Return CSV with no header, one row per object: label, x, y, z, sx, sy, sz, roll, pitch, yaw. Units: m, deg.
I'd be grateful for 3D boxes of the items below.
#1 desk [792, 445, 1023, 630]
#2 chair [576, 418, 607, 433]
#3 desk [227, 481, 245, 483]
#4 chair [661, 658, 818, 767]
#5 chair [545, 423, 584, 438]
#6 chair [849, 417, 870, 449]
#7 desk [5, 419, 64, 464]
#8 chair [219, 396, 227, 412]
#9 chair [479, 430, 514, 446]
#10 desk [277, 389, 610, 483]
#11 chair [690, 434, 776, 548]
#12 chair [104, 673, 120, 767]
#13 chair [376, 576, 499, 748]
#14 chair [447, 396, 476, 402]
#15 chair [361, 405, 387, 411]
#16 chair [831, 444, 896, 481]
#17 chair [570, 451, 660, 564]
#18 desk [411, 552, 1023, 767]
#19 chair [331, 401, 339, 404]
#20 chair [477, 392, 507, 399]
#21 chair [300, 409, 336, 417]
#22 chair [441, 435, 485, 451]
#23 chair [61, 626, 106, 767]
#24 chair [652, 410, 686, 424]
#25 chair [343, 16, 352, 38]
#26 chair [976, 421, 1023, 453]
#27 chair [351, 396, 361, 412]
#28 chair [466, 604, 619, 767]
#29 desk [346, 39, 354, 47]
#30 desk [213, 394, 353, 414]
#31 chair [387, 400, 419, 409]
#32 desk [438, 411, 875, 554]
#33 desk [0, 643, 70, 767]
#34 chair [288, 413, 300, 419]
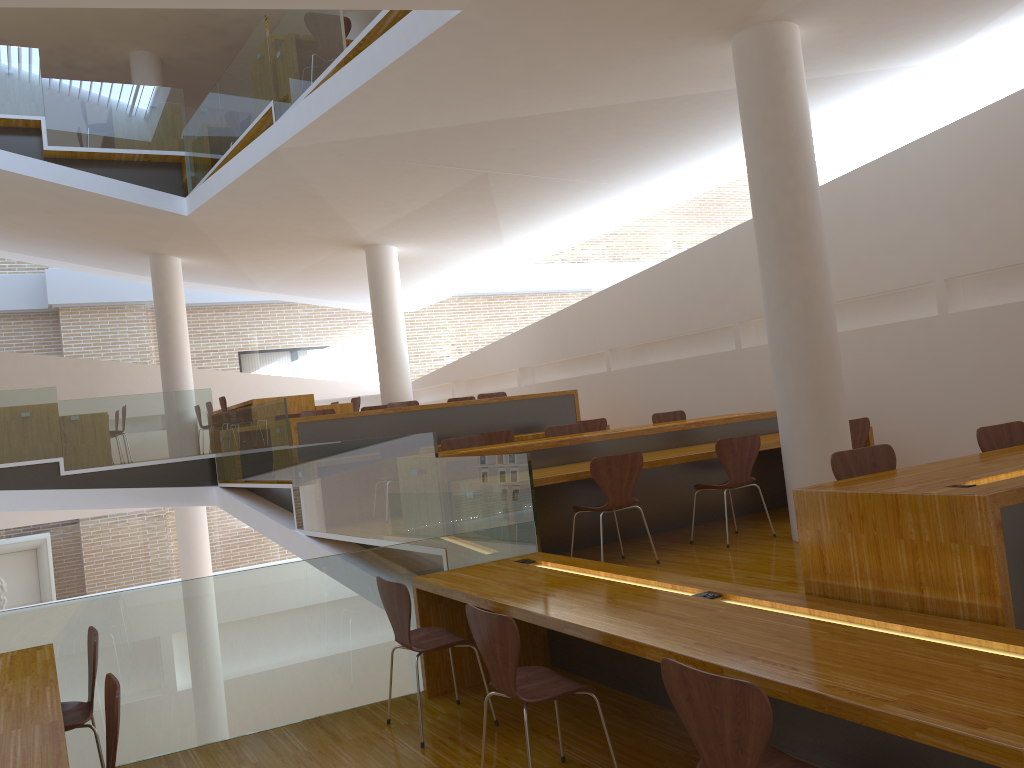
desk,2.631,0.525,3.678,3.185,0.606,0.760,-5,-2,-29
chair,0.765,0.720,9.181,0.428,0.693,0.381,-5,-2,-29
desk,-1.727,0.679,10.860,3.356,0.606,0.760,-5,-2,-29
chair,0.667,1.030,2.250,0.381,0.693,0.428,-5,-2,-29
chair,0.562,0.681,7.498,0.428,0.693,0.381,-5,-2,-29
chair,2.392,0.612,6.497,0.428,0.693,0.381,-5,-2,-29
desk,-5.815,0.725,11.037,1.248,0.757,3.196,-5,-2,-29
chair,-3.434,0.493,11.131,0.381,0.693,0.428,-5,-2,-29
chair,-0.193,0.808,8.608,0.428,0.693,0.381,-5,-2,-29
desk,-0.661,0.706,9.117,3.216,1.022,1.248,-5,-2,-29
chair,1.434,0.700,5.924,0.428,0.693,0.381,-5,-2,-29
chair,-1.328,1.269,2.608,0.381,0.693,0.428,-5,-2,-29
chair,-0.361,1.210,4.061,0.381,0.693,0.428,-5,-2,-29
chair,-0.664,0.521,11.037,0.428,0.693,0.381,-5,-2,-29
chair,-1.622,0.610,10.464,0.428,0.693,0.381,-5,-2,-29
chair,1.598,0.600,3.595,0.428,0.693,0.381,-5,-2,-29
chair,0.587,0.780,5.455,0.428,0.693,0.381,-5,-2,-29
desk,0.609,1.122,3.304,0.760,0.606,3.185,-5,-2,-29
chair,-2.730,0.623,13.013,0.381,0.693,0.428,-5,-2,-29
chair,-0.120,0.432,10.242,0.428,0.693,0.381,-5,-2,-29
chair,-1.951,0.606,9.273,0.428,0.693,0.381,-5,-2,-29
chair,-0.286,0.760,7.030,0.428,0.693,0.381,-5,-2,-29
chair,-1.790,1.351,3.458,0.381,0.693,0.428,-5,-2,-29
chair,1.556,0.586,8.004,0.428,0.693,0.381,-5,-2,-29
chair,-1.579,-2.734,7.570,0.428,0.693,0.381,-5,-2,-29
chair,2.445,0.520,4.063,0.428,0.693,0.381,-5,-2,-29
chair,-2.268,0.541,12.163,0.381,0.693,0.428,-5,-2,-29
chair,0.101,1.128,3.211,0.381,0.693,0.428,-5,-2,-29
desk,-0.768,-2.843,8.786,3.223,0.815,1.250,-5,-2,-29
desk,-3.327,0.646,12.471,1.247,0.762,3.194,-5,-2,-29
chair,-1.103,0.526,9.742,0.428,0.693,0.381,-5,-2,-29
desk,0.985,0.730,6.618,3.243,0.785,1.527,-5,-2,-29
desk,-1.774,1.511,2.188,1.285,0.918,3.236,-5,-2,-29
chair,-2.469,0.690,9.995,0.428,0.693,0.381,-5,-2,-29
